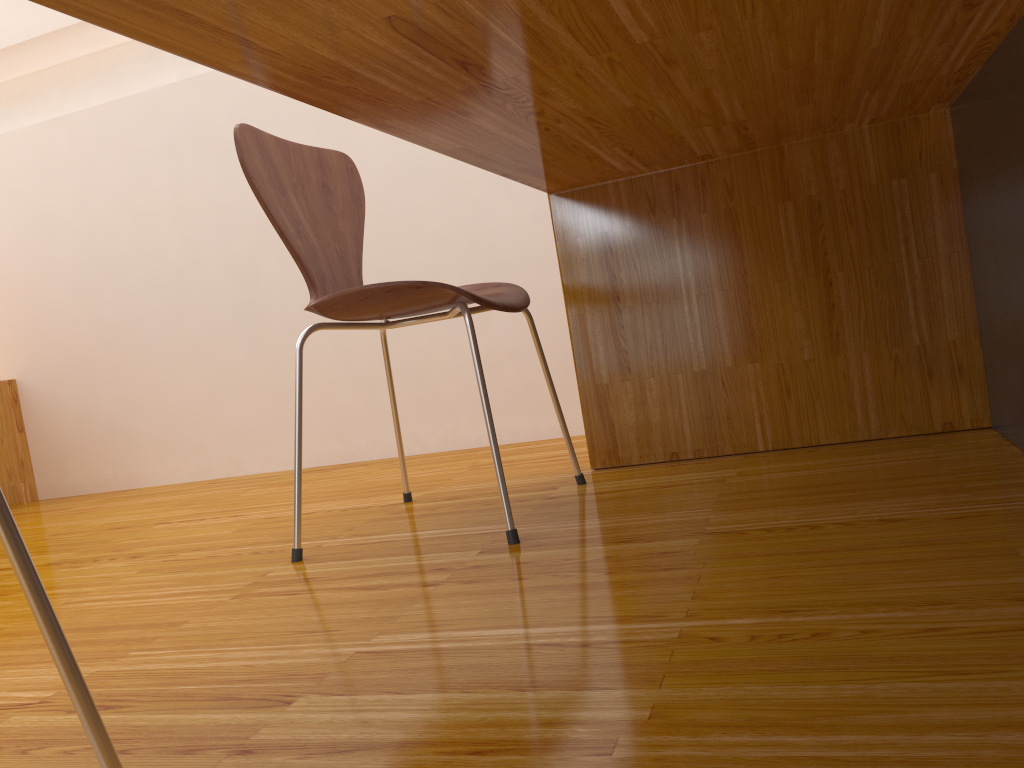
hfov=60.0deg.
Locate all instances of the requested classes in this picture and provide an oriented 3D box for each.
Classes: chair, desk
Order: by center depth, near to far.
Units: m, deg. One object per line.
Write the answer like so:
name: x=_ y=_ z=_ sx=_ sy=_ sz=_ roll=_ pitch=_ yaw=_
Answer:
desk: x=0.366 y=0.014 z=0.093 sx=1.527 sy=0.785 sz=3.243 roll=-8 pitch=3 yaw=19
chair: x=-0.543 y=0.011 z=0.456 sx=0.381 sy=0.693 sz=0.428 roll=-8 pitch=3 yaw=19
chair: x=-0.158 y=-0.107 z=1.500 sx=0.381 sy=0.693 sz=0.428 roll=-8 pitch=3 yaw=19
